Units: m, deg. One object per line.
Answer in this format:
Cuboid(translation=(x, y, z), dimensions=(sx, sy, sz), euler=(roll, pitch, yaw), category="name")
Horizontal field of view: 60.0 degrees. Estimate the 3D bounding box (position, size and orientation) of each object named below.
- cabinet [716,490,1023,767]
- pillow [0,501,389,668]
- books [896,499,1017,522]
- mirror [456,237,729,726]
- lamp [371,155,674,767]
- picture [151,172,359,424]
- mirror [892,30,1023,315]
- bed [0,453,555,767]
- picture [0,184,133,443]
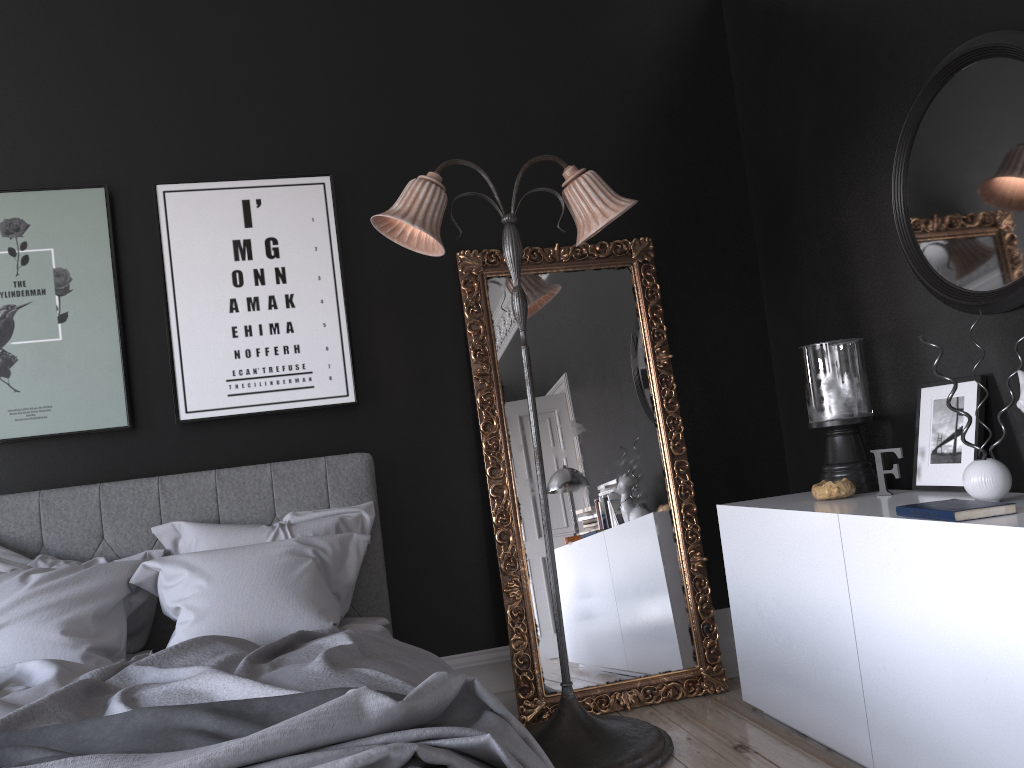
Cuboid(translation=(1.467, 0.810, 2.708), dimensions=(0.570, 0.881, 2.400), euler=(-6, -4, -13), category="cabinet")
Cuboid(translation=(-1.396, 0.815, 3.362), dimensions=(1.829, 0.759, 0.681), euler=(-6, -4, -13), category="pillow")
Cuboid(translation=(1.274, 0.362, 2.555), dimensions=(0.193, 0.030, 0.290), euler=(-6, -4, -7), category="books")
Cuboid(translation=(0.367, 0.395, 4.150), dimensions=(0.991, 2.189, 0.255), euler=(-6, -3, -13), category="mirror")
Cuboid(translation=(0.103, 0.266, 3.557), dimensions=(0.987, 2.408, 0.772), euler=(-8, -4, 20), category="lamp")
Cuboid(translation=(-1.143, -0.400, 3.973), dimensions=(0.791, 1.077, 0.014), euler=(-6, -3, -13), category="picture")
Cuboid(translation=(1.584, -0.696, 2.998), dimensions=(0.061, 0.923, 0.925), euler=(-6, -4, -13), category="mirror")
Cuboid(translation=(-1.196, 0.894, 2.256), dimensions=(2.763, 1.297, 3.290), euler=(-5, -5, -24), category="bed")
Cuboid(translation=(-2.084, -0.300, 3.761), dimensions=(0.791, 1.077, 0.014), euler=(-6, -3, -13), category="picture")
